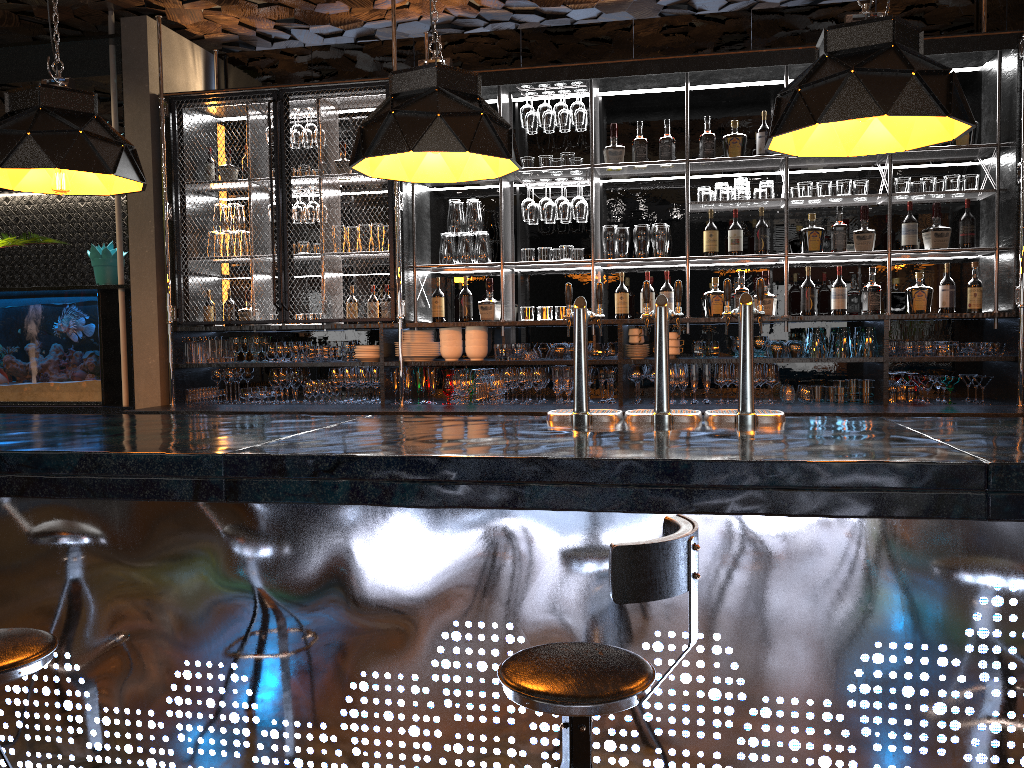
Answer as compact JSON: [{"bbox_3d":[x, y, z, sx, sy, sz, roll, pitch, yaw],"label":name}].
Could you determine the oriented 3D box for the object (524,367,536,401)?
[{"bbox_3d":[0.115,0.000,5.711,0.084,0.216,0.084,0,3,10],"label":"object"}]

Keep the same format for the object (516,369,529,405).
[{"bbox_3d":[0.064,0.015,5.451,0.084,0.216,0.084,1,3,26],"label":"object"}]

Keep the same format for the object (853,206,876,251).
[{"bbox_3d":[2.070,-0.905,5.207,0.123,0.279,0.123,1,3,25],"label":"object"}]

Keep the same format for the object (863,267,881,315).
[{"bbox_3d":[2.124,-0.545,5.231,0.083,0.282,0.083,-1,3,-4],"label":"object"}]

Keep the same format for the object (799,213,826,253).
[{"bbox_3d":[1.785,-0.889,5.277,0.151,0.248,0.094,-1,3,0],"label":"object"}]

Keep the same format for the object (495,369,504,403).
[{"bbox_3d":[-0.095,0.012,5.580,0.082,0.213,0.082,-1,3,-8],"label":"object"}]

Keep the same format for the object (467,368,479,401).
[{"bbox_3d":[-0.253,0.003,5.790,0.082,0.213,0.082,2,4,42],"label":"object"}]

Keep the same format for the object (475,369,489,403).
[{"bbox_3d":[-0.191,0.013,5.597,0.082,0.213,0.082,-1,3,-9],"label":"object"}]

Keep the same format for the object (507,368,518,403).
[{"bbox_3d":[0.004,0.008,5.601,0.084,0.216,0.084,1,3,23],"label":"object"}]

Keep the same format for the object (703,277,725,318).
[{"bbox_3d":[1.240,-0.524,5.406,0.151,0.248,0.094,-1,3,0],"label":"object"}]

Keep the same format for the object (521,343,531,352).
[{"bbox_3d":[0.075,-0.211,5.724,0.089,0.100,0.100,-1,3,5],"label":"object"}]

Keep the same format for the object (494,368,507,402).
[{"bbox_3d":[-0.077,0.007,5.667,0.082,0.213,0.082,-1,3,-1],"label":"object"}]

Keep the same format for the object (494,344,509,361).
[{"bbox_3d":[-0.064,-0.195,5.469,0.100,0.100,0.089,0,3,16],"label":"object"}]

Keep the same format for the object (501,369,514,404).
[{"bbox_3d":[-0.028,0.015,5.471,0.084,0.216,0.084,-1,3,0],"label":"object"}]

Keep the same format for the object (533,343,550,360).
[{"bbox_3d":[0.183,-0.200,5.481,0.109,0.100,0.109,-1,3,-6],"label":"object"}]

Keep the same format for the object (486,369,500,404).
[{"bbox_3d":[-0.119,0.017,5.492,0.082,0.213,0.082,2,4,41],"label":"object"}]

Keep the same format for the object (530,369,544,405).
[{"bbox_3d":[0.153,0.015,5.434,0.084,0.216,0.084,-3,4,-36],"label":"object"}]

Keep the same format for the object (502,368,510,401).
[{"bbox_3d":[-0.058,0.002,5.753,0.082,0.213,0.082,-1,3,2],"label":"object"}]

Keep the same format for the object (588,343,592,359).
[{"bbox_3d":[0.509,-0.202,5.461,0.095,0.096,0.095,0,3,12],"label":"object"}]

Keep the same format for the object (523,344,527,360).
[{"bbox_3d":[0.051,-0.206,5.626,0.100,0.100,0.089,-3,4,-37],"label":"object"}]

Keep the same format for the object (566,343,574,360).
[{"bbox_3d":[0.378,-0.198,5.391,0.093,0.099,0.093,1,4,30],"label":"object"}]

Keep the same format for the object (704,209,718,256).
[{"bbox_3d":[1.211,-0.912,5.396,0.086,0.299,0.086,-3,4,-30],"label":"object"}]

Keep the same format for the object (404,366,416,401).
[{"bbox_3d":[-0.673,-0.003,5.871,0.073,0.229,0.073,-1,3,0],"label":"object"}]

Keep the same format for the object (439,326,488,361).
[{"bbox_3d":[-0.305,-0.258,5.596,0.309,0.216,0.149,0,3,9],"label":"object"}]

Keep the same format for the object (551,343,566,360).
[{"bbox_3d":[0.288,-0.201,5.456,0.093,0.099,0.093,1,4,28],"label":"object"}]

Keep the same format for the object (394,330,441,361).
[{"bbox_3d":[-0.601,-0.247,5.689,0.306,0.195,0.300,0,3,12],"label":"object"}]

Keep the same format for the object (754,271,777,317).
[{"bbox_3d":[1.525,-0.540,5.335,0.123,0.279,0.123,1,3,25],"label":"object"}]

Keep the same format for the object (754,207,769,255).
[{"bbox_3d":[1.502,-0.914,5.335,0.086,0.297,0.086,-3,4,-30],"label":"object"}]

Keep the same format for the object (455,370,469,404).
[{"bbox_3d":[-0.312,0.018,5.532,0.082,0.213,0.082,2,4,40],"label":"object"}]

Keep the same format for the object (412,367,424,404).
[{"bbox_3d":[-0.592,0.009,5.616,0.073,0.229,0.073,-1,3,0],"label":"object"}]

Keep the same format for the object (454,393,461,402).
[{"bbox_3d":[-0.360,0.008,5.722,0.082,0.213,0.082,-3,4,-29],"label":"object"}]

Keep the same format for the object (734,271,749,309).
[{"bbox_3d":[1.392,-0.542,5.375,0.083,0.282,0.083,0,3,11],"label":"object"}]

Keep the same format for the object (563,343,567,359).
[{"bbox_3d":[0.309,-0.207,5.562,0.093,0.099,0.093,-1,3,-1],"label":"object"}]

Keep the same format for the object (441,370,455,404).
[{"bbox_3d":[-0.399,0.018,5.550,0.082,0.213,0.082,2,4,40],"label":"object"}]

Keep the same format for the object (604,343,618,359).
[{"bbox_3d":[0.598,-0.201,5.410,0.095,0.096,0.095,1,4,35],"label":"object"}]

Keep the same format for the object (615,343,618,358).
[{"bbox_3d":[0.624,-0.207,5.514,0.095,0.096,0.095,-3,4,-38],"label":"object"}]

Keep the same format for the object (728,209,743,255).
[{"bbox_3d":[1.359,-0.915,5.392,0.086,0.298,0.086,-3,4,-30],"label":"object"}]

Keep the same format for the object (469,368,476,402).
[{"bbox_3d":[-0.264,0.008,5.704,0.082,0.213,0.082,1,4,32],"label":"object"}]

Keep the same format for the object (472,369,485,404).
[{"bbox_3d":[-0.209,0.018,5.512,0.082,0.213,0.082,2,4,44],"label":"object"}]

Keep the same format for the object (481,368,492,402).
[{"bbox_3d":[-0.173,0.008,5.686,0.082,0.213,0.082,2,4,43],"label":"object"}]

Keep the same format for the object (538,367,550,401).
[{"bbox_3d":[0.206,0.000,5.700,0.084,0.216,0.084,1,4,34],"label":"object"}]

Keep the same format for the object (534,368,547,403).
[{"bbox_3d":[0.178,0.007,5.569,0.084,0.216,0.084,-3,4,-36],"label":"object"}]

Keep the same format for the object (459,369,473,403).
[{"bbox_3d":[-0.290,0.013,5.616,0.082,0.213,0.082,-2,3,-13],"label":"object"}]

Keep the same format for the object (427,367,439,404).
[{"bbox_3d":[-0.497,0.009,5.593,0.073,0.229,0.073,-1,3,0],"label":"object"}]

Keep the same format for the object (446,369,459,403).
[{"bbox_3d":[-0.379,0.013,5.637,0.082,0.213,0.082,-1,3,3],"label":"object"}]

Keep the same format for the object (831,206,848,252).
[{"bbox_3d":[1.936,-0.907,5.247,0.083,0.282,0.083,0,3,11],"label":"object"}]

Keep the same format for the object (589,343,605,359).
[{"bbox_3d":[0.515,-0.197,5.354,0.095,0.096,0.095,-2,3,-15],"label":"object"}]

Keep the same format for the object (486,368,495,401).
[{"bbox_3d":[-0.153,0.003,5.773,0.082,0.213,0.082,0,3,11],"label":"object"}]

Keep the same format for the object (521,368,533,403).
[{"bbox_3d":[0.092,0.008,5.580,0.084,0.216,0.084,-1,3,4],"label":"object"}]

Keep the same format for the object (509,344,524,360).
[{"bbox_3d":[0.028,-0.199,5.507,0.100,0.100,0.089,-4,4,-42],"label":"object"}]

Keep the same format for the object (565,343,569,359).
[{"bbox_3d":[0.328,-0.213,5.665,0.093,0.099,0.093,0,3,13],"label":"object"}]

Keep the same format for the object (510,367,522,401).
[{"bbox_3d":[0.026,0.000,5.735,0.084,0.216,0.084,-3,4,-40],"label":"object"}]

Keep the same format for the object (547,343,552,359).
[{"bbox_3d":[0.214,-0.209,5.636,0.109,0.100,0.109,-1,3,-6],"label":"object"}]

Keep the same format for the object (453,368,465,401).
[{"bbox_3d":[-0.346,0.003,5.810,0.082,0.213,0.082,-2,3,-12],"label":"object"}]
